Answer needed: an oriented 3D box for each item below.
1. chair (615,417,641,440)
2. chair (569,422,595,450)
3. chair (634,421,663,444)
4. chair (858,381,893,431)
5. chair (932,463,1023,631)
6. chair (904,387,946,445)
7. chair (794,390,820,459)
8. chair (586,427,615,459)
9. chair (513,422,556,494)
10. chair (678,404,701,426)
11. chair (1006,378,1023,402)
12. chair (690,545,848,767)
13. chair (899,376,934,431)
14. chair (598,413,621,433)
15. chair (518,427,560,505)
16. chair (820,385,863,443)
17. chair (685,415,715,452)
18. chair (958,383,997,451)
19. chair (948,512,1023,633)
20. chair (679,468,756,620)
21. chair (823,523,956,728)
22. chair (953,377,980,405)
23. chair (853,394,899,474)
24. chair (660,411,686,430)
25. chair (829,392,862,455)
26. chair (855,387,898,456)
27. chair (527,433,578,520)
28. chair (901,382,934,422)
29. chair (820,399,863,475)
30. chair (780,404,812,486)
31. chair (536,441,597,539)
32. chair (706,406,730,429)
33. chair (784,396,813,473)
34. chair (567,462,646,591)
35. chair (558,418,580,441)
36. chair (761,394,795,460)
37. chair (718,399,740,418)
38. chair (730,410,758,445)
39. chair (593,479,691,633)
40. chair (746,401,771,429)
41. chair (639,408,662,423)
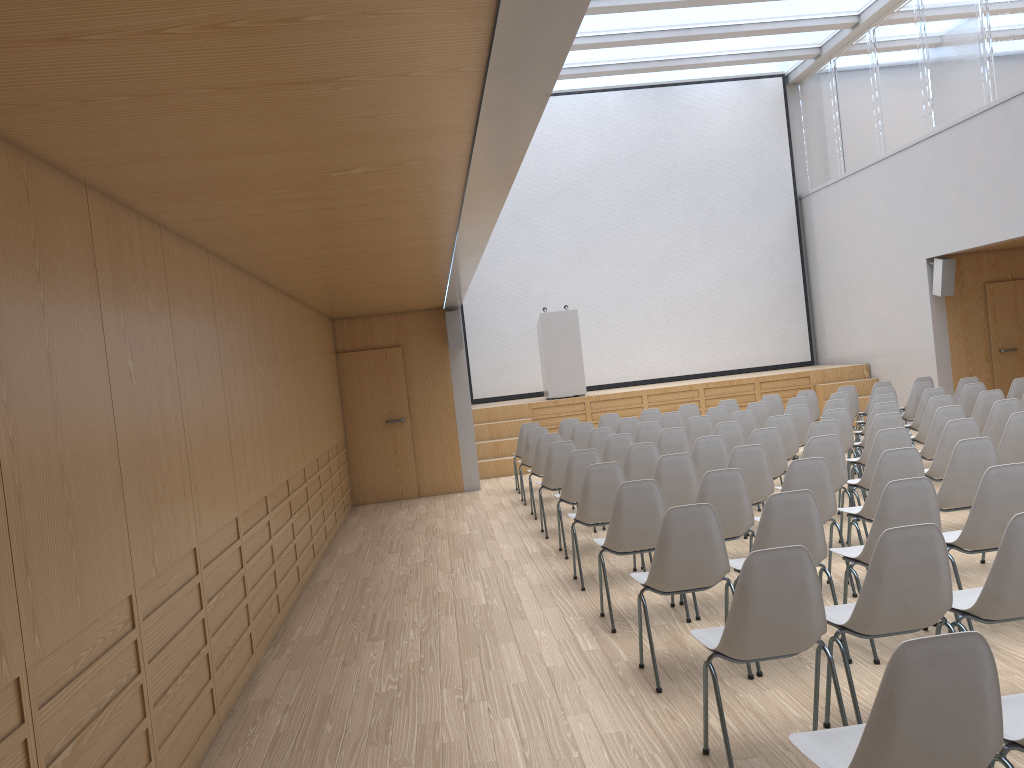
[{"bbox_3d":[1.365,0.816,10.450,0.479,0.876,0.505,-6,1,-5],"label":"chair"},{"bbox_3d":[0.839,0.875,10.444,0.479,0.876,0.505,-6,1,-5],"label":"chair"},{"bbox_3d":[1.454,0.826,9.522,0.479,0.876,0.505,-6,1,-5],"label":"chair"},{"bbox_3d":[4.863,0.399,11.833,0.479,0.876,0.505,-6,1,-5],"label":"chair"},{"bbox_3d":[2.429,0.822,4.562,0.479,0.876,0.505,-6,1,-5],"label":"chair"},{"bbox_3d":[4.553,0.477,9.769,0.479,0.876,0.505,-6,1,-5],"label":"chair"},{"bbox_3d":[3.833,0.515,11.731,0.479,0.876,0.505,-6,1,-5],"label":"chair"},{"bbox_3d":[0.947,0.884,9.409,0.479,0.876,0.505,-6,1,-5],"label":"chair"},{"bbox_3d":[0.252,0.920,11.395,0.479,0.876,0.505,-6,1,-5],"label":"chair"},{"bbox_3d":[2.278,0.691,11.603,0.479,0.876,0.505,-6,1,-5],"label":"chair"},{"bbox_3d":[5.558,0.363,9.858,0.479,0.876,0.505,-6,1,-5],"label":"chair"},{"bbox_3d":[0.960,1.009,3.387,0.479,0.876,0.505,-6,1,-5],"label":"chair"},{"bbox_3d":[5.404,0.338,11.852,0.479,0.876,0.505,-6,1,-5],"label":"chair"},{"bbox_3d":[1.256,0.807,11.444,0.479,0.876,0.505,-6,1,-5],"label":"chair"},{"bbox_3d":[0.313,0.933,10.425,0.479,0.876,0.505,-6,1,-5],"label":"chair"},{"bbox_3d":[4.366,0.456,11.760,0.479,0.876,0.505,-6,1,-5],"label":"chair"},{"bbox_3d":[1.982,0.767,9.521,0.479,0.876,0.505,-6,1,-5],"label":"chair"},{"bbox_3d":[5.019,0.423,9.839,0.479,0.876,0.505,-6,1,-5],"label":"chair"},{"bbox_3d":[1.964,0.895,3.517,0.479,0.876,0.505,-6,1,-5],"label":"chair"},{"bbox_3d":[1.259,0.933,5.462,0.479,0.876,0.505,-6,1,-5],"label":"chair"},{"bbox_3d":[1.481,0.949,3.502,0.479,0.876,0.505,-6,1,-5],"label":"chair"},{"bbox_3d":[5.464,0.354,10.813,0.479,0.876,0.505,-6,1,-5],"label":"chair"},{"bbox_3d":[3.988,0.541,9.678,0.479,0.876,0.505,-6,1,-5],"label":"chair"},{"bbox_3d":[1.876,0.757,10.554,0.479,0.876,0.505,-6,1,-5],"label":"chair"},{"bbox_3d":[3.897,0.530,10.715,0.479,0.876,0.505,-6,1,-5],"label":"chair"},{"bbox_3d":[4.427,0.471,10.721,0.479,0.876,0.505,-6,1,-5],"label":"chair"},{"bbox_3d":[0.407,0.944,9.420,0.479,0.876,0.505,-6,1,-5],"label":"chair"},{"bbox_3d":[4.926,0.413,10.824,0.479,0.876,0.505,-6,1,-5],"label":"chair"},{"bbox_3d":[3.476,0.598,9.692,0.479,0.876,0.505,-6,1,-5],"label":"chair"},{"bbox_3d":[3.012,0.652,9.551,0.479,0.876,0.505,-6,1,-5],"label":"chair"},{"bbox_3d":[0.480,0.958,8.363,0.479,0.876,0.505,-6,1,-5],"label":"chair"},{"bbox_3d":[2.401,0.699,10.541,0.479,0.876,0.505,-6,1,-5],"label":"chair"},{"bbox_3d":[3.391,0.586,10.698,0.479,0.876,0.505,-6,1,-5],"label":"chair"},{"bbox_3d":[0.656,0.980,6.412,0.479,0.876,0.505,-6,1,-5],"label":"chair"},{"bbox_3d":[0.747,0.866,11.357,0.479,0.876,0.505,-6,1,-5],"label":"chair"},{"bbox_3d":[3.348,0.571,11.629,0.479,0.876,0.505,-6,1,-5],"label":"chair"},{"bbox_3d":[2.783,0.635,11.600,0.479,0.876,0.505,-6,1,-5],"label":"chair"},{"bbox_3d":[2.450,0.714,9.583,0.479,0.876,0.505,-6,1,-5],"label":"chair"},{"bbox_3d":[0.753,0.990,5.397,0.479,0.876,0.505,-6,1,-5],"label":"chair"},{"bbox_3d":[2.892,0.643,10.626,0.479,0.876,0.505,-6,1,-5],"label":"chair"},{"bbox_3d":[1.786,0.747,11.531,0.479,0.876,0.505,-6,1,-5],"label":"chair"}]
